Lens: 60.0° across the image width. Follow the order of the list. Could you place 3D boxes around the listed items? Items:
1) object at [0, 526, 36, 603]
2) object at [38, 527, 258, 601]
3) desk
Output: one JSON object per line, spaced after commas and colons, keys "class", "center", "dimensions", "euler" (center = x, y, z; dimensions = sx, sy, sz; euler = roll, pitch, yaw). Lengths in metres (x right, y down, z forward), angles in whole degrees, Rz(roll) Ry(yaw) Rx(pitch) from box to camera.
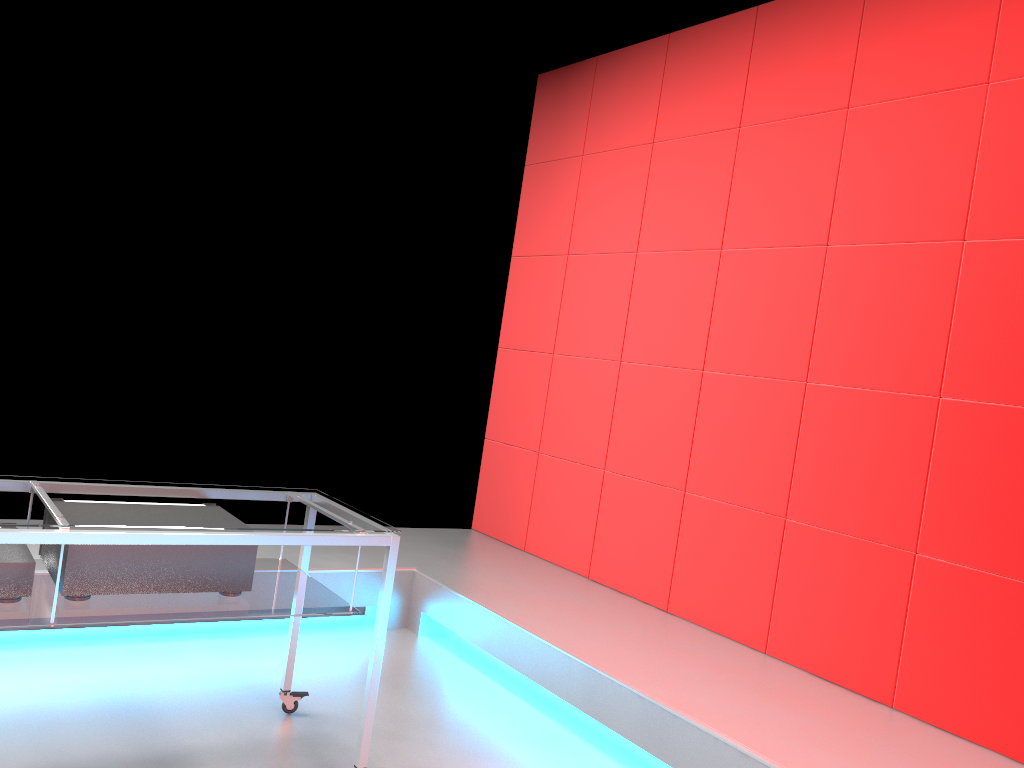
{"class": "object", "center": [-1.321, 0.392, 1.949], "dimensions": [0.435, 0.092, 0.365], "euler": [8, 1, -36]}
{"class": "object", "center": [-0.921, 0.413, 2.237], "dimensions": [0.431, 0.158, 0.371], "euler": [8, 1, -36]}
{"class": "desk", "center": [-1.094, 0.607, 2.058], "dimensions": [1.617, 0.690, 0.594], "euler": [8, 1, -36]}
